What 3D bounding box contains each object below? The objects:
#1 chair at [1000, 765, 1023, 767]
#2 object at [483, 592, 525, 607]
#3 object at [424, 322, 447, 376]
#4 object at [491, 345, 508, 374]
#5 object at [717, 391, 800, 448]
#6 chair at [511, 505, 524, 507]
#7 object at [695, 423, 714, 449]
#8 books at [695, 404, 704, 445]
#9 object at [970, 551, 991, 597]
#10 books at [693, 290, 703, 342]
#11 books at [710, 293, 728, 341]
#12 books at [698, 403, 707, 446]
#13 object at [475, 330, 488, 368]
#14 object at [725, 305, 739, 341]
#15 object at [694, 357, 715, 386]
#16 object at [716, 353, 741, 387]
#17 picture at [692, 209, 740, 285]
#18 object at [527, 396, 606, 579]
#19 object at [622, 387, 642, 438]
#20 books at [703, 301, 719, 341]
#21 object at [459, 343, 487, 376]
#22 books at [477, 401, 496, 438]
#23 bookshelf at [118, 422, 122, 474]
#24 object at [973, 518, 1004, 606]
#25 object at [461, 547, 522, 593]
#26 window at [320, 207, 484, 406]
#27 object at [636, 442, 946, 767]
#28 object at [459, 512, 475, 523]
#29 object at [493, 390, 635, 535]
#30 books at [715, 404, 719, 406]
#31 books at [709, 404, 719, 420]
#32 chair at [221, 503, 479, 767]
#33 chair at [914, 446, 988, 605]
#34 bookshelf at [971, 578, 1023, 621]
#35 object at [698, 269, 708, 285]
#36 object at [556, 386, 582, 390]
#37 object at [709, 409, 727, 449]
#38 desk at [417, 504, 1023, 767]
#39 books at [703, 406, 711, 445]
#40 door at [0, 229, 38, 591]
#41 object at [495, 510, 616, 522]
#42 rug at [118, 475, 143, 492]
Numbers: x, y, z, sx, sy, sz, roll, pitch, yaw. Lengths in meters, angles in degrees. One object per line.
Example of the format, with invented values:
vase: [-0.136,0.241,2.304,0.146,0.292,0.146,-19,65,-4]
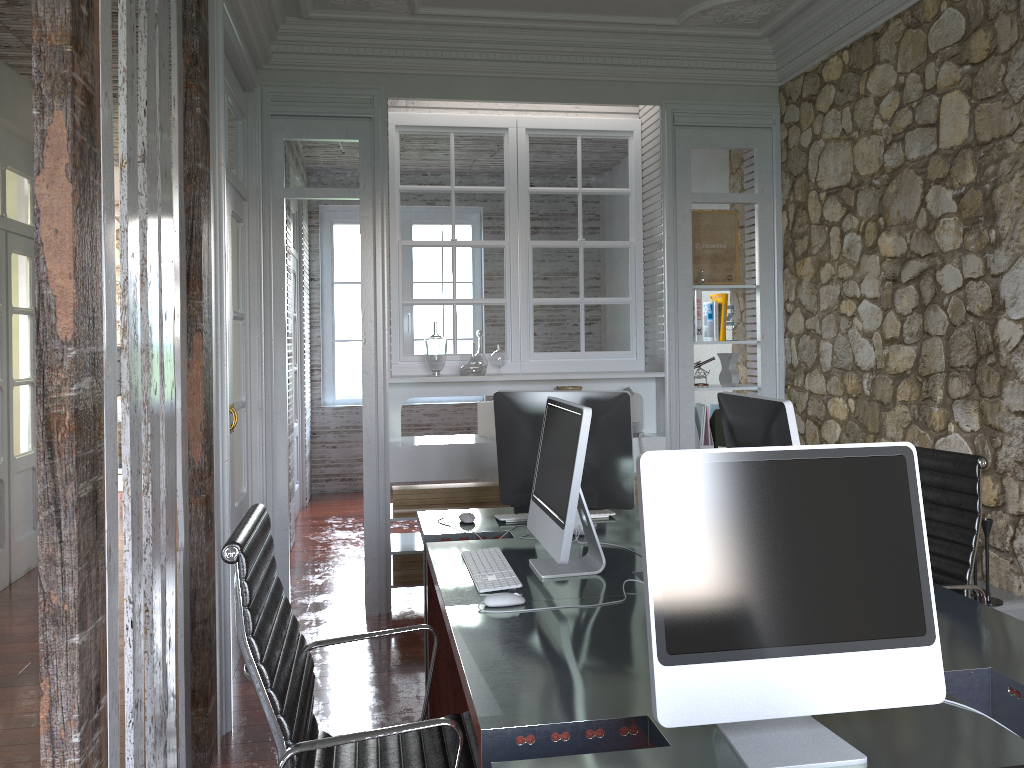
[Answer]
chair: [0.437,0.829,1.044,0.665,1.023,0.699,-1,1,-5]
object: [-0.019,0.540,2.224,0.106,0.028,0.059,-1,2,-10]
object: [-0.412,-0.177,4.785,0.129,0.315,0.129,-1,0,16]
object: [-0.071,-0.124,4.926,0.094,0.188,0.094,-1,0,-35]
object: [0.737,0.277,2.681,0.189,0.485,0.484,-1,1,-9]
chair: [0.125,0.750,3.720,0.475,0.919,0.602,-1,1,21]
object: [1.070,0.275,4.993,0.078,0.278,0.239,-1,1,-1]
books: [1.051,0.263,5.011,0.037,0.288,0.194,-1,1,-1]
object: [1.668,0.609,3.190,0.095,0.289,0.095,-1,0,40]
books: [1.025,-0.385,5.046,0.042,0.286,0.216,-1,1,-9]
books: [1.171,-0.378,5.043,0.055,0.268,0.192,-1,1,-9]
books: [1.065,0.259,5.018,0.038,0.296,0.180,-1,1,-1]
object: [-0.177,-0.162,4.863,0.088,0.271,0.088,-1,0,-14]
object: [1.234,-0.371,5.063,0.078,0.249,0.115,-1,0,-9]
object: [1.043,-0.071,4.947,0.177,0.161,0.092,0,1,19]
object: [1.226,-0.080,5.005,0.063,0.188,0.126,-1,1,-37]
picture: [1.130,-0.769,5.002,0.326,0.435,0.009,-1,0,-9]
object: [0.155,0.291,2.560,0.189,0.485,0.484,-1,1,-9]
object: [0.603,0.152,4.875,0.166,0.272,0.188,-1,1,26]
books: [1.132,-0.355,5.038,0.026,0.223,0.161,-1,1,-9]
object: [-0.211,-0.119,4.737,0.148,0.200,0.148,-1,1,-27]
books: [-0.090,0.195,4.970,0.150,0.193,0.143,-2,1,-44]
bookshelf: [-4.350,0.697,9.634,1.400,0.550,0.400,-1,1,-9]
object: [1.654,0.615,3.081,0.095,0.289,0.095,-1,0,-14]
object: [-0.065,0.530,2.548,0.118,0.017,0.439,-1,3,-9]
window: [-1.035,-0.717,8.451,1.539,1.939,0.127,-1,0,-9]
object: [0.445,0.345,1.454,0.484,0.485,0.189,-1,0,-9]
object: [-0.164,0.488,3.245,0.059,0.028,0.106,-1,3,-10]
object: [0.174,0.265,3.072,0.483,0.485,0.189,0,0,16]
books: [1.180,0.263,5.006,0.009,0.288,0.194,-1,1,-4]
books: [1.144,0.263,5.003,0.039,0.288,0.194,-1,1,-4]
chair: [-0.275,0.795,1.899,0.699,1.023,0.665,-1,1,-15]
chair: [1.113,0.731,2.774,0.699,1.023,0.665,-1,1,-14]
bookshelf: [1.506,0.963,3.641,0.436,0.459,1.195,-1,3,-9]
object: [1.056,-0.591,4.903,0.056,0.090,0.056,-1,1,-6]
object: [0.315,0.154,4.822,0.143,0.279,0.143,-1,0,5]
object: [1.157,0.272,5.020,0.078,0.278,0.245,-1,1,-4]
desk: [0.478,0.906,2.317,1.300,0.727,2.509,-1,3,-9]
books: [1.093,0.265,5.012,0.022,0.288,0.194,-1,1,-1]
door: [-2.976,0.134,5.194,0.041,2.086,1.077,-1,0,-9]
object: [0.161,0.487,3.291,0.439,0.017,0.119,-1,3,-9]
rug: [-3.917,0.995,8.915,1.068,0.016,1.069,-1,3,-9]
